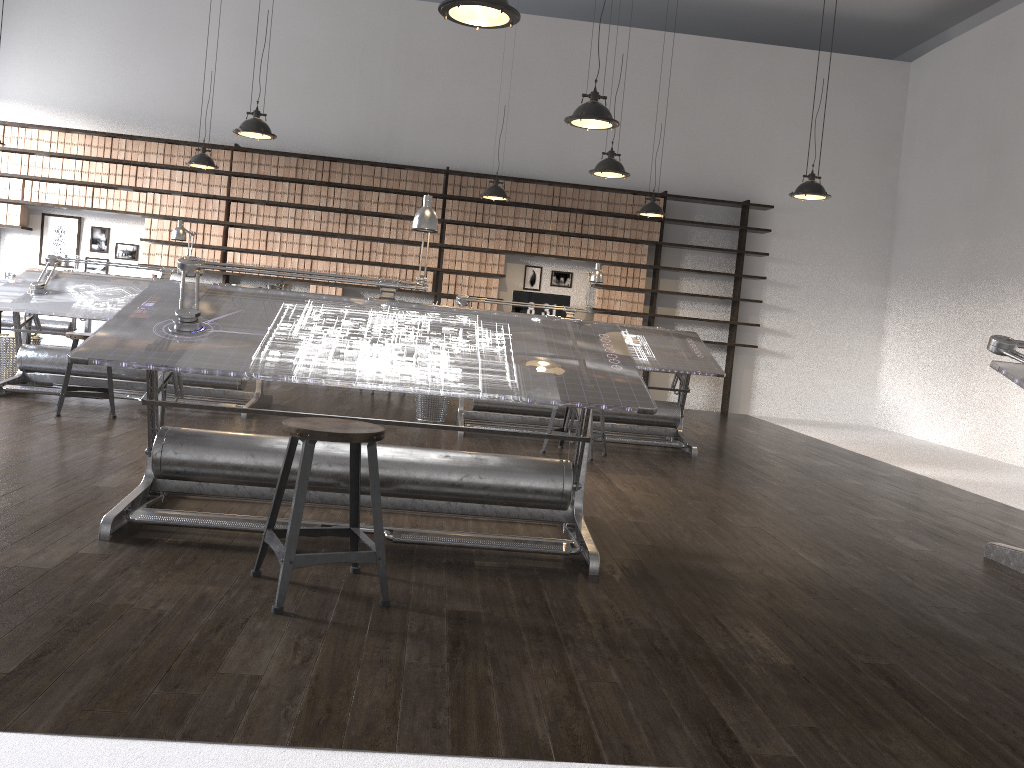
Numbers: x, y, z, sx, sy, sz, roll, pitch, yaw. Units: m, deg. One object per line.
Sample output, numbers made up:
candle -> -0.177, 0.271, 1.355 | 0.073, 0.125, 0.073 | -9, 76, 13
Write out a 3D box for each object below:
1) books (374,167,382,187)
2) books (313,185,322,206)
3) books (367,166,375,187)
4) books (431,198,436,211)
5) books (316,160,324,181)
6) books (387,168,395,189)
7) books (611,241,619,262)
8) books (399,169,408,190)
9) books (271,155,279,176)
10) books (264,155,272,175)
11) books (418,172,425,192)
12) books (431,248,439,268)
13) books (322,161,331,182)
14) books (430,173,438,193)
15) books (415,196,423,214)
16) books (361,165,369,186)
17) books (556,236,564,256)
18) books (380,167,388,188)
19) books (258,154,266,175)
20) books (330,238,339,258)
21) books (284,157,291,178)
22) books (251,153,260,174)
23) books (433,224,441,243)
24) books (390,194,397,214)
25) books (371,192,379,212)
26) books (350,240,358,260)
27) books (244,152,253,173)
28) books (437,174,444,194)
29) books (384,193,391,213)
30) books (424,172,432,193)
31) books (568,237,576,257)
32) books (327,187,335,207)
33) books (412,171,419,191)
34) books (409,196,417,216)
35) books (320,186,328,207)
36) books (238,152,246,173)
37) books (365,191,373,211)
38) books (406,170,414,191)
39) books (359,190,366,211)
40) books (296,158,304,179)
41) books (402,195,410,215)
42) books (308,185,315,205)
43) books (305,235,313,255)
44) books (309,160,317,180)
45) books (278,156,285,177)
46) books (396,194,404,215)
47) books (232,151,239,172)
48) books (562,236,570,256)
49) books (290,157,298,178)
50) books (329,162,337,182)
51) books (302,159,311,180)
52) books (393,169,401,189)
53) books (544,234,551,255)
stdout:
books -> -1.490, -2.292, 9.859 | 0.066, 0.225, 0.175 | 5, 3, -5
books -> -2.146, -2.073, 9.813 | 0.067, 0.225, 0.175 | 5, 3, -5
books -> -1.562, -2.298, 9.853 | 0.067, 0.225, 0.175 | 5, 3, -5
books -> -0.894, -1.961, 9.926 | 0.066, 0.225, 0.175 | 5, 3, -5
books -> -2.123, -2.349, 9.812 | 0.066, 0.225, 0.175 | 5, 3, -5
books -> -1.350, -2.280, 9.878 | 0.066, 0.225, 0.175 | 5, 3, -5
books -> 1.162, -1.506, 10.108 | 0.066, 0.225, 0.175 | 5, 3, -5
books -> -1.210, -2.267, 9.884 | 0.067, 0.225, 0.175 | 5, 3, -5
books -> -2.601, -2.392, 9.766 | 0.067, 0.225, 0.175 | 5, 3, -5
books -> -2.671, -2.398, 9.764 | 0.066, 0.225, 0.175 | 5, 3, -5
books -> -1.010, -2.248, 9.900 | 0.067, 0.225, 0.175 | 5, 3, -5
books -> -0.863, -1.404, 9.942 | 0.067, 0.225, 0.175 | 5, 3, -5
books -> -2.048, -2.342, 9.813 | 0.067, 0.225, 0.175 | 5, 3, -5
books -> -0.873, -2.237, 9.918 | 0.066, 0.225, 0.175 | 5, 3, -5
books -> -1.042, -1.974, 9.914 | 0.066, 0.225, 0.175 | 5, 3, -5
books -> -1.625, -2.304, 9.852 | 0.066, 0.225, 0.175 | 5, 3, -5
books -> 0.532, -1.563, 10.058 | 0.066, 0.225, 0.175 | 5, 3, -5
books -> -1.419, -2.286, 9.869 | 0.066, 0.225, 0.175 | 5, 3, -5
books -> -2.740, -2.405, 9.760 | 0.066, 0.225, 0.175 | 5, 3, -5
books -> -1.968, -1.504, 9.851 | 0.066, 0.225, 0.175 | 5, 3, -5
books -> -2.467, -2.380, 9.781 | 0.066, 0.225, 0.175 | 5, 3, -5
books -> -2.809, -2.411, 9.750 | 0.066, 0.225, 0.175 | 5, 3, -5
books -> -0.839, -1.680, 9.939 | 0.066, 0.225, 0.175 | 5, 3, -5
books -> -1.319, -1.998, 9.884 | 0.067, 0.225, 0.175 | 5, 3, -5
books -> -1.520, -2.017, 9.868 | 0.067, 0.225, 0.175 | 5, 3, -5
books -> -1.762, -1.485, 9.869 | 0.066, 0.225, 0.175 | 5, 3, -5
books -> -2.881, -2.417, 9.741 | 0.066, 0.225, 0.175 | 5, 3, -5
books -> -0.802, -2.230, 9.920 | 0.066, 0.225, 0.175 | 5, 3, -5
books -> -1.386, -2.005, 9.883 | 0.066, 0.225, 0.175 | 5, 3, -5
books -> -0.943, -2.243, 9.912 | 0.066, 0.225, 0.175 | 5, 3, -5
books -> 0.675, -1.550, 10.067 | 0.066, 0.225, 0.175 | 5, 3, -5
books -> -2.003, -2.060, 9.828 | 0.066, 0.225, 0.175 | 5, 3, -5
books -> -1.076, -2.255, 9.899 | 0.066, 0.225, 0.175 | 5, 3, -5
books -> -1.112, -1.980, 9.903 | 0.066, 0.225, 0.175 | 5, 3, -5
books -> -2.074, -2.066, 9.819 | 0.066, 0.225, 0.175 | 5, 3, -5
books -> -2.953, -2.423, 9.734 | 0.067, 0.225, 0.175 | 5, 3, -5
books -> -1.590, -2.023, 9.866 | 0.066, 0.225, 0.175 | 5, 3, -5
books -> -1.139, -2.260, 9.893 | 0.066, 0.225, 0.175 | 5, 3, -5
books -> -1.660, -2.030, 9.862 | 0.066, 0.225, 0.175 | 5, 3, -5
books -> -2.334, -2.368, 9.793 | 0.066, 0.225, 0.175 | 5, 3, -5
books -> -1.183, -1.987, 9.901 | 0.066, 0.225, 0.175 | 5, 3, -5
books -> -2.209, -2.079, 9.812 | 0.066, 0.225, 0.175 | 5, 3, -5
books -> -2.248, -1.529, 9.827 | 0.066, 0.225, 0.175 | 5, 3, -5
books -> -2.193, -2.355, 9.801 | 0.066, 0.225, 0.175 | 5, 3, -5
books -> -2.529, -2.385, 9.774 | 0.066, 0.225, 0.175 | 5, 3, -5
books -> -1.253, -1.993, 9.895 | 0.066, 0.225, 0.175 | 5, 3, -5
books -> -3.016, -2.429, 9.733 | 0.066, 0.225, 0.175 | 5, 3, -5
books -> 0.601, -1.557, 10.062 | 0.066, 0.225, 0.175 | 5, 3, -5
books -> -2.400, -2.374, 9.782 | 0.067, 0.225, 0.175 | 5, 3, -5
books -> -1.975, -2.336, 9.825 | 0.066, 0.225, 0.175 | 5, 3, -5
books -> -2.264, -2.362, 9.799 | 0.066, 0.225, 0.175 | 5, 3, -5
books -> -1.280, -2.273, 9.882 | 0.066, 0.225, 0.175 | 5, 3, -5
books -> 0.391, -1.575, 10.039 | 0.066, 0.225, 0.175 | 5, 3, -5
